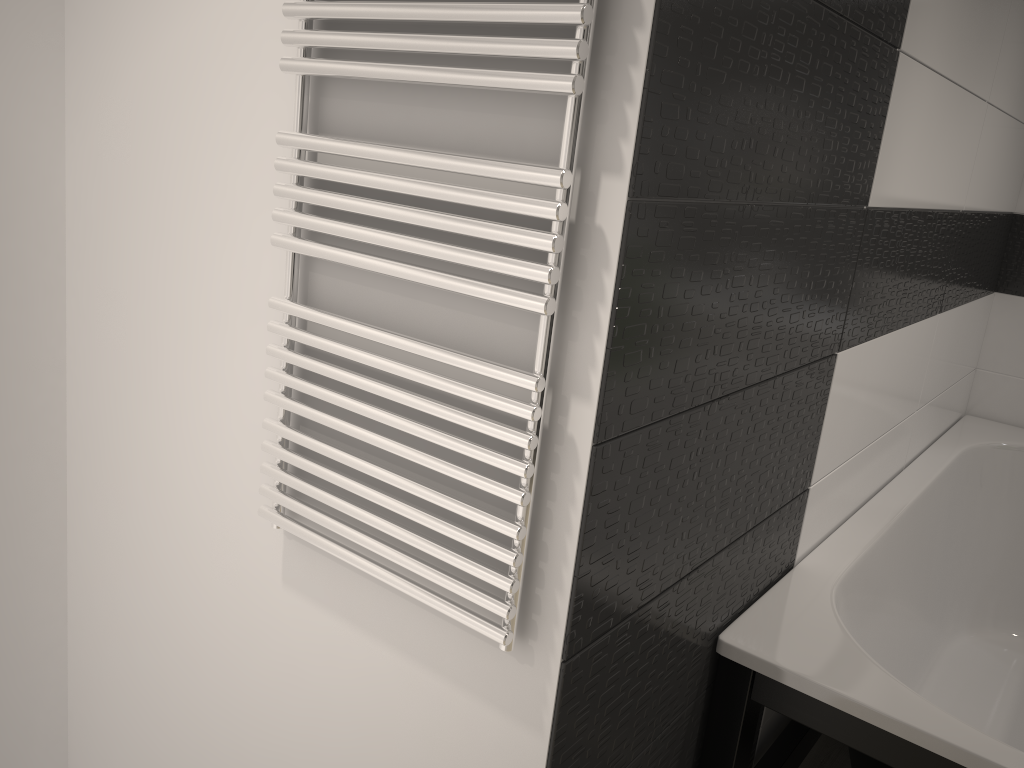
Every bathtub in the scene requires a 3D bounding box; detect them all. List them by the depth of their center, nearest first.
[{"bbox_3d":[1.359,0.718,2.159,1.012,0.671,2.187,17,18,34],"label":"bathtub"}]

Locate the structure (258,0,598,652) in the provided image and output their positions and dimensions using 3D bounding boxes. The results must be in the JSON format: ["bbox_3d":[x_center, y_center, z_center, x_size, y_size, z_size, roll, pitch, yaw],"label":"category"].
[{"bbox_3d":[-0.115,-0.344,1.067,0.474,1.282,0.039,16,17,35],"label":"structure"}]
